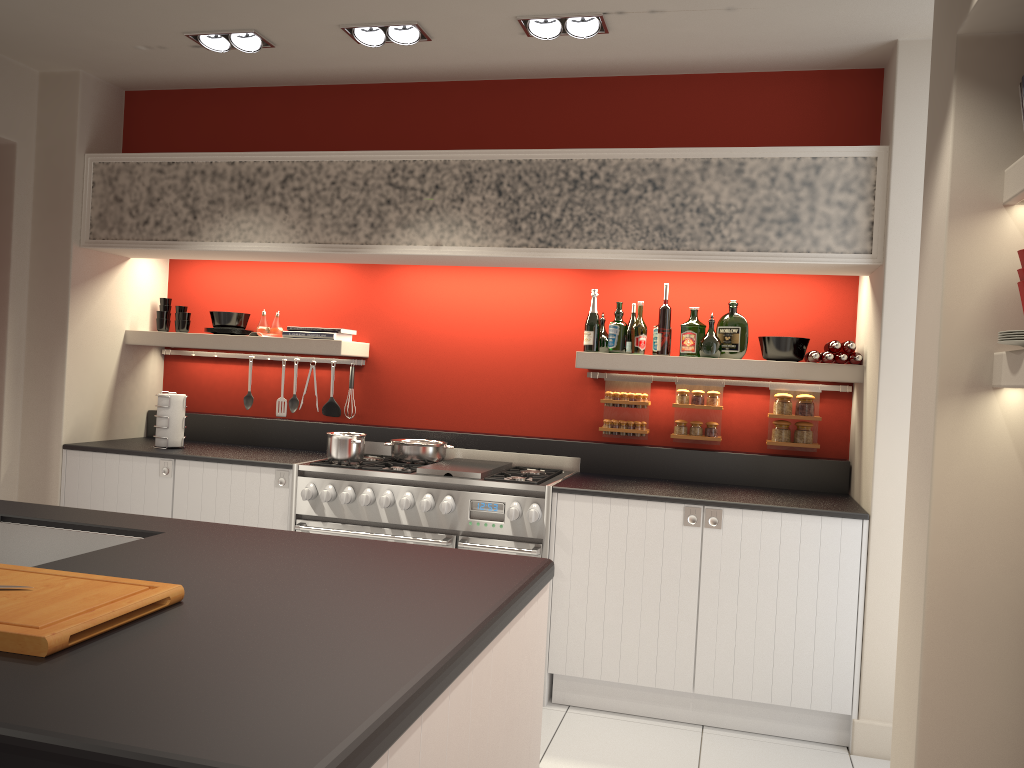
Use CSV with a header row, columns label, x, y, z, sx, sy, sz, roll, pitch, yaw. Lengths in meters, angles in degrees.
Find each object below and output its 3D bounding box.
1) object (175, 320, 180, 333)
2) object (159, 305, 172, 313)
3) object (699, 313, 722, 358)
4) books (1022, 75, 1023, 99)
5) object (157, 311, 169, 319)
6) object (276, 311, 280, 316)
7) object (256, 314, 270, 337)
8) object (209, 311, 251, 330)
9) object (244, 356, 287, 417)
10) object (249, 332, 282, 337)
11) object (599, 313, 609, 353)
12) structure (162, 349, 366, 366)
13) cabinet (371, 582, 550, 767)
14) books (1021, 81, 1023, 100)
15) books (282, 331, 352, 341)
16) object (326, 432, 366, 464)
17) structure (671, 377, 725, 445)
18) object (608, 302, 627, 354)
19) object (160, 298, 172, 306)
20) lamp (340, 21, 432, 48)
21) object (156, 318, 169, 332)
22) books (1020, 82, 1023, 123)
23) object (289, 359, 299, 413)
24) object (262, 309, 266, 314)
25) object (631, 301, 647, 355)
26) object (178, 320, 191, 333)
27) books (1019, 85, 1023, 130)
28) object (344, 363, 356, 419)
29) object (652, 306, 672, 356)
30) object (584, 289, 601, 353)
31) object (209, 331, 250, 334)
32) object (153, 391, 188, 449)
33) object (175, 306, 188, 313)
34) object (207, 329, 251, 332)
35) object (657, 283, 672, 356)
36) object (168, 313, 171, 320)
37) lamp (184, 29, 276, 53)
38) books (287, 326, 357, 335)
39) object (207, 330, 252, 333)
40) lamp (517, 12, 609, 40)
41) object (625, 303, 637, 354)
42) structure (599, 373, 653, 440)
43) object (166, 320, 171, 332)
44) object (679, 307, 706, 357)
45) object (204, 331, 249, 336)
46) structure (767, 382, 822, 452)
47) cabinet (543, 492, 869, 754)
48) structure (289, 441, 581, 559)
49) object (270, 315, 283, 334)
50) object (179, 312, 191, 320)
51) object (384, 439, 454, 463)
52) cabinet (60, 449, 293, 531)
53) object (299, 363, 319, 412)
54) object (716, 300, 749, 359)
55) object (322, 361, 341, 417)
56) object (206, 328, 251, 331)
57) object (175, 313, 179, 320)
label,x,y,z,sx,sy,sz,roll,pitch,yaw
object,-1.996,-0.342,5.340,0.070,0.076,0.070,3,1,-14
object,-2.099,-0.436,5.367,0.070,0.076,0.070,3,1,-14
object,0.987,-0.242,4.400,0.113,0.226,0.113,3,1,26
books,1.509,-0.737,2.408,0.207,0.246,0.136,3,1,14
object,-2.046,-0.387,5.192,0.070,0.076,0.070,3,1,-14
object,-1.364,-0.410,5.170,0.026,0.032,0.023,3,1,-3
object,-1.430,-0.338,5.104,0.076,0.131,0.076,3,1,-33
object,-1.664,-0.365,5.228,0.232,0.108,0.232,3,1,-34
object,-1.468,0.014,5.292,0.287,0.351,0.022,3,0,15
object,-1.403,-0.281,5.137,0.160,0.027,0.183,4,1,43
object,0.482,-0.274,4.751,0.113,0.226,0.113,3,1,-34
structure,-1.504,-0.161,5.328,1.355,0.034,0.054,3,1,14
cabinet,-1.085,0.966,1.966,2.034,1.011,1.423,3,1,14
books,1.523,-0.737,2.432,0.209,0.243,0.126,3,1,14
books,-1.102,-0.271,5.030,0.331,0.042,0.207,3,1,19
object,-0.847,0.326,4.518,0.201,0.148,0.201,3,1,7
structure,0.968,0.141,4.622,0.256,0.347,0.130,3,0,14
object,0.542,-0.286,4.523,0.094,0.264,0.094,3,0,3
object,-2.097,-0.480,5.367,0.070,0.076,0.070,3,1,-14
lamp,-0.557,-1.574,3.938,0.361,0.104,0.199,3,1,14
object,-2.048,-0.343,5.193,0.070,0.076,0.070,3,1,-14
books,1.528,-0.735,2.451,0.208,0.242,0.126,3,1,14
object,-1.284,0.011,5.247,0.067,0.323,0.022,3,0,13
object,-1.427,-0.414,5.104,0.023,0.031,0.024,3,1,-34
object,0.661,-0.289,4.603,0.080,0.278,0.080,3,0,18
object,-1.927,-0.337,5.213,0.070,0.076,0.070,3,1,-14
books,1.543,-0.739,2.479,0.210,0.248,0.136,3,1,14
object,-0.936,0.042,5.160,0.069,0.328,0.069,3,0,-8
object,0.786,-0.274,4.627,0.094,0.263,0.094,3,0,-19
object,0.419,-0.327,4.577,0.083,0.331,0.083,3,0,-14
object,-1.668,-0.297,5.228,0.280,0.016,0.280,3,1,13
object,-1.864,0.195,4.836,0.163,0.304,0.168,4,1,43
object,-1.992,-0.430,5.340,0.070,0.076,0.070,3,1,-14
object,-1.668,-0.308,5.228,0.280,0.016,0.280,3,1,13
object,0.786,-0.324,4.531,0.062,0.366,0.210,3,1,14
object,-2.102,-0.392,5.368,0.070,0.076,0.070,3,1,-14
lamp,-1.312,-1.616,4.131,0.361,0.109,0.199,3,1,14
books,-1.079,-0.305,5.045,0.332,0.026,0.207,3,1,15
object,-1.668,-0.303,5.228,0.280,0.016,0.280,3,1,13
lamp,0.218,-1.529,3.740,0.361,0.103,0.199,3,1,14
object,0.640,-0.290,4.699,0.083,0.277,0.083,3,0,18
structure,0.604,0.120,4.716,0.256,0.347,0.130,3,0,14
object,-2.104,-0.349,5.368,0.070,0.076,0.070,3,1,-14
object,0.928,-0.264,4.545,0.112,0.260,0.071,4,1,43
object,-1.668,-0.292,5.228,0.280,0.016,0.280,3,1,13
structure,1.433,0.168,4.503,0.256,0.347,0.130,3,0,14
cabinet,0.901,1.030,4.234,1.361,0.993,0.687,3,1,14
structure,-0.399,0.898,4.519,1.322,1.085,0.778,3,1,14
object,-1.370,-0.336,5.170,0.077,0.134,0.076,3,1,-2
object,-1.925,-0.381,5.213,0.070,0.076,0.070,3,1,-14
object,-0.501,0.360,4.763,0.309,0.105,0.309,4,1,42
cabinet,-1.678,0.880,4.894,1.361,0.993,0.687,3,1,14
object,-1.188,0.013,5.224,0.124,0.297,0.009,3,0,14
object,1.118,-0.274,4.507,0.186,0.303,0.057,4,1,44
object,-1.049,0.030,5.207,0.123,0.331,0.040,3,0,14
object,-1.667,-0.313,5.228,0.280,0.016,0.280,3,1,13
object,-1.994,-0.386,5.340,0.070,0.076,0.070,3,1,-14
